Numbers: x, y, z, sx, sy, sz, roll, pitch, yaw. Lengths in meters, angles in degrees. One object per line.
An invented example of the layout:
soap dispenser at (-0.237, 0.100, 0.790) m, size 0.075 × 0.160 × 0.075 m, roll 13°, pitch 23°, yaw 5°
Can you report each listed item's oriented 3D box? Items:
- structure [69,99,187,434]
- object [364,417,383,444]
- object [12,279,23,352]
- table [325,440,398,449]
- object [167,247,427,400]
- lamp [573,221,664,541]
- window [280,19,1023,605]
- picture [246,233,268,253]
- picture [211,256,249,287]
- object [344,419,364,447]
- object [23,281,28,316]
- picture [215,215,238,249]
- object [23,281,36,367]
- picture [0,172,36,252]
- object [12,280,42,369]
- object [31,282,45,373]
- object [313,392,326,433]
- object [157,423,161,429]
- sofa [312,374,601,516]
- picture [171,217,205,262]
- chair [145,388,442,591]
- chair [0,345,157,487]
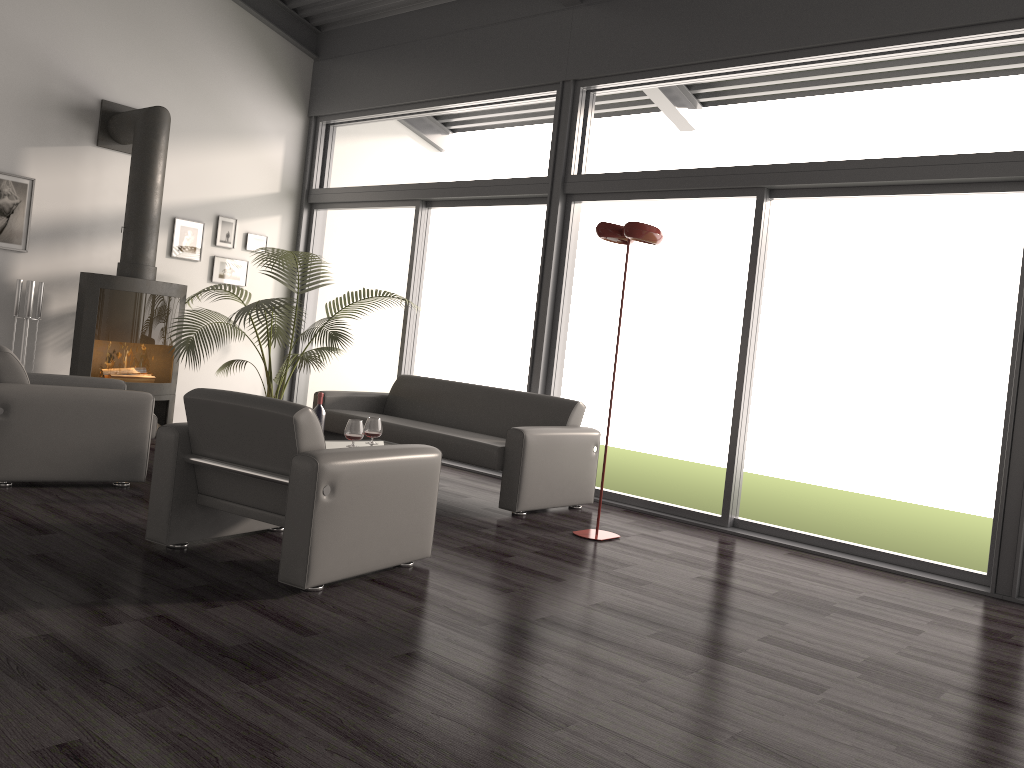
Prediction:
structure at (-3.255, -0.976, 7.299) m, size 1.118 × 2.674 × 0.816 m, roll 7°, pitch 1°, yaw 40°
object at (-0.844, 0.283, 5.387) m, size 0.116 × 0.155 × 0.115 m, roll 7°, pitch 1°, yaw 31°
object at (-3.710, -0.287, 6.565) m, size 0.042 × 0.983 × 0.116 m, roll 6°, pitch 0°, yaw 16°
table at (-0.925, 0.531, 5.236) m, size 0.401 × 0.342 × 0.679 m, roll 8°, pitch 2°, yaw 40°
object at (-1.975, -0.332, 7.395) m, size 2.123 × 1.666 × 1.715 m, roll 7°, pitch 2°, yaw 35°
lamp at (0.583, -0.022, 5.081) m, size 0.354 × 1.788 × 0.364 m, roll 6°, pitch 0°, yaw 40°
window at (1.621, -0.780, 5.792) m, size 9.768 × 3.470 × 0.384 m, roll 8°, pitch 1°, yaw 40°
picture at (-2.434, -1.344, 8.457) m, size 0.015 × 0.166 × 0.221 m, roll 6°, pitch 1°, yaw 40°
picture at (-2.627, -1.051, 8.270) m, size 0.015 × 0.244 × 0.359 m, roll 6°, pitch 1°, yaw 40°
object at (-0.916, 0.286, 5.146) m, size 0.115 × 0.155 × 0.116 m, roll 5°, pitch 1°, yaw -41°
object at (-3.708, -0.261, 6.742) m, size 0.041 × 1.048 × 0.113 m, roll 6°, pitch 0°, yaw -5°
picture at (-2.644, -1.404, 8.204) m, size 0.015 × 0.280 × 0.191 m, roll 6°, pitch 1°, yaw 40°
object at (-3.552, -0.251, 6.575) m, size 0.167 × 1.020 × 0.078 m, roll 6°, pitch 0°, yaw 2°
picture at (-3.881, -1.321, 6.767) m, size 0.026 × 0.577 × 0.393 m, roll 6°, pitch 1°, yaw 40°
object at (-3.666, -0.214, 6.643) m, size 0.400 × 1.125 × 0.400 m, roll 6°, pitch 0°, yaw 0°
object at (-3.613, -0.247, 6.708) m, size 0.075 × 1.052 × 0.145 m, roll 6°, pitch 0°, yaw 1°
object at (-1.191, 0.237, 5.428) m, size 0.093 × 0.370 × 0.092 m, roll 7°, pitch 0°, yaw 39°
object at (-2.958, 0.305, 7.190) m, size 0.072 × 0.186 × 0.253 m, roll 7°, pitch 2°, yaw 41°
sofa at (-0.484, 0.352, 6.325) m, size 2.120 × 0.717 × 0.900 m, roll 8°, pitch 2°, yaw 40°
picture at (-2.896, -1.289, 7.924) m, size 0.015 × 0.352 × 0.288 m, roll 6°, pitch 1°, yaw 40°
chair at (-0.922, 0.405, 3.958) m, size 0.965 × 0.717 × 0.909 m, roll 7°, pitch 2°, yaw 30°
chair at (-2.624, 0.166, 5.218) m, size 0.908 × 0.717 × 0.965 m, roll 5°, pitch 2°, yaw -35°
